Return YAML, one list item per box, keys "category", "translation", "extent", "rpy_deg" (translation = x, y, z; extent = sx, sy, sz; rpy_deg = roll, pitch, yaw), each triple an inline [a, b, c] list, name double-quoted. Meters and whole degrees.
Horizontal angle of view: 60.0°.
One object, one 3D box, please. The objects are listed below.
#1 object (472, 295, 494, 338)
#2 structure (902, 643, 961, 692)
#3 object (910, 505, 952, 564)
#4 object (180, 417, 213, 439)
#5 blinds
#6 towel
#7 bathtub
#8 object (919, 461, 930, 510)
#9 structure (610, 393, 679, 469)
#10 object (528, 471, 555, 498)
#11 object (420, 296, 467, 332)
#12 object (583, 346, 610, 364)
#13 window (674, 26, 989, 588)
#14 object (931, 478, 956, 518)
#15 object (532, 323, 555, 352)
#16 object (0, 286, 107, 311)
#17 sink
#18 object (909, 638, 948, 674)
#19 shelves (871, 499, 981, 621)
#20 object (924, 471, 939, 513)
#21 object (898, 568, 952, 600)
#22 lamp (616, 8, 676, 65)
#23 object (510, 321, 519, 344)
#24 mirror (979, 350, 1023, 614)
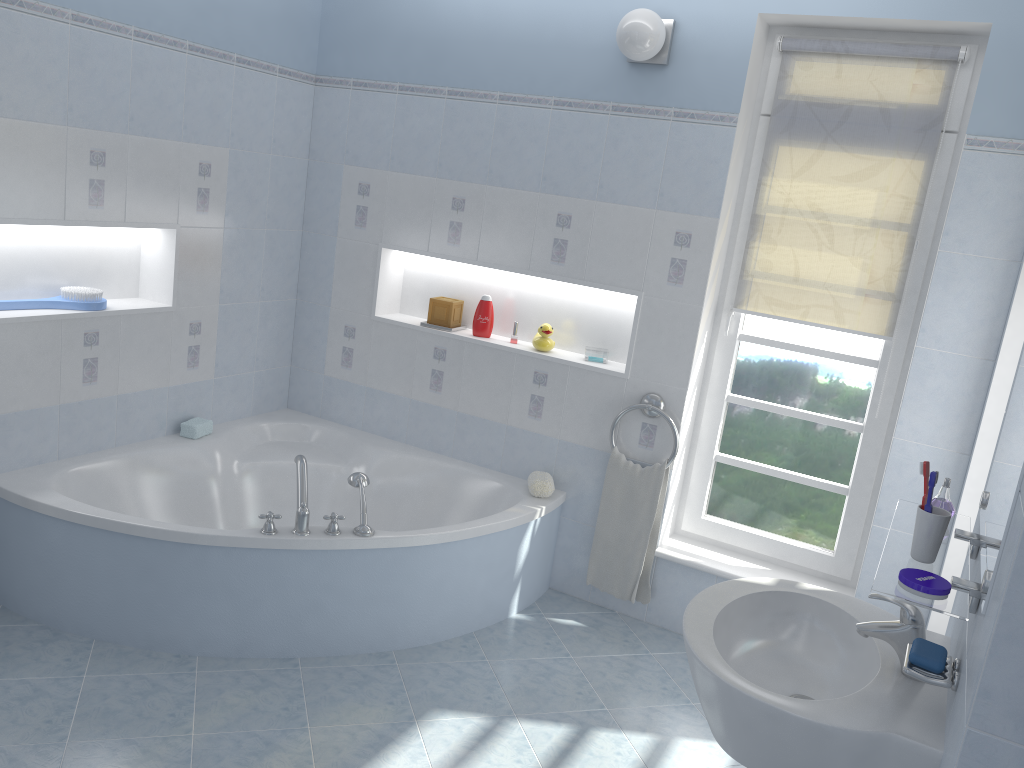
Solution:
- category: "object"
  translation: [-0.124, -0.301, 3.940]
  extent: [0.092, 0.190, 0.044]
  rpy_deg: [8, 13, 0]
- category: "structure"
  translation: [0.765, 0.515, 1.617]
  extent: [0.092, 0.034, 0.124]
  rpy_deg: [14, 14, 25]
- category: "object"
  translation: [0.774, 0.281, 1.648]
  extent: [0.058, 0.100, 0.058]
  rpy_deg: [16, 15, 32]
- category: "object"
  translation: [-1.364, 0.191, 3.835]
  extent: [0.081, 0.059, 0.128]
  rpy_deg: [11, 13, 12]
- category: "blinds"
  translation: [1.201, -0.720, 3.269]
  extent: [0.598, 1.032, 0.046]
  rpy_deg: [14, 14, 25]
- category: "towel"
  translation: [0.478, 0.578, 3.615]
  extent: [0.280, 0.635, 0.083]
  rpy_deg: [14, 14, 26]
- category: "bathtub"
  translation: [-0.829, 0.519, 3.470]
  extent: [1.596, 0.670, 1.578]
  rpy_deg: [14, 14, 25]
- category: "object"
  translation: [0.768, 0.233, 1.665]
  extent: [0.012, 0.178, 0.050]
  rpy_deg: [2, 14, -24]
- category: "structure"
  translation: [0.535, 0.201, 3.553]
  extent: [0.291, 0.332, 0.051]
  rpy_deg: [14, 14, 25]
- category: "object"
  translation: [0.122, 0.420, 3.716]
  extent: [0.105, 0.077, 0.165]
  rpy_deg: [8, 13, -3]
- category: "object"
  translation: [-0.304, -0.323, 4.051]
  extent: [0.160, 0.130, 0.160]
  rpy_deg: [13, 13, 20]
- category: "object"
  translation: [0.357, -0.123, 3.756]
  extent: [0.102, 0.053, 0.072]
  rpy_deg: [8, 13, 1]
- category: "window"
  translation: [1.167, -0.274, 3.419]
  extent: [0.758, 2.067, 0.142]
  rpy_deg: [14, 14, 25]
- category: "object"
  translation: [0.928, 0.248, 1.911]
  extent: [0.059, 0.094, 0.059]
  rpy_deg: [8, 13, -2]
- category: "object"
  translation: [0.139, -0.204, 3.822]
  extent: [0.095, 0.122, 0.132]
  rpy_deg: [6, 13, -9]
- category: "object"
  translation: [-1.755, -0.314, 3.238]
  extent: [0.172, 0.065, 0.534]
  rpy_deg: [18, 16, 39]
- category: "sink"
  translation: [0.617, 0.635, 1.876]
  extent: [0.533, 0.489, 0.634]
  rpy_deg: [14, 14, 25]
- category: "object"
  translation: [0.759, 0.495, 1.618]
  extent: [0.060, 0.027, 0.090]
  rpy_deg: [15, 14, 28]
- category: "shelves"
  translation: [0.817, 0.339, 1.729]
  extent: [0.170, 0.045, 0.620]
  rpy_deg: [14, 14, 25]
- category: "object"
  translation: [0.767, 0.242, 1.630]
  extent: [0.054, 0.175, 0.012]
  rpy_deg: [-2, 16, -38]
- category: "object"
  translation: [0.706, 0.342, 1.518]
  extent: [0.083, 0.020, 0.083]
  rpy_deg: [16, 15, 32]
- category: "lamp"
  translation: [0.481, -1.283, 3.269]
  extent: [0.180, 0.180, 0.216]
  rpy_deg: [14, 14, 25]
- category: "object"
  translation: [0.014, -0.227, 3.906]
  extent: [0.030, 0.096, 0.030]
  rpy_deg: [8, 13, -3]
- category: "mirror"
  translation: [0.938, -0.003, 1.616]
  extent: [0.012, 0.680, 0.620]
  rpy_deg: [14, 14, 25]
